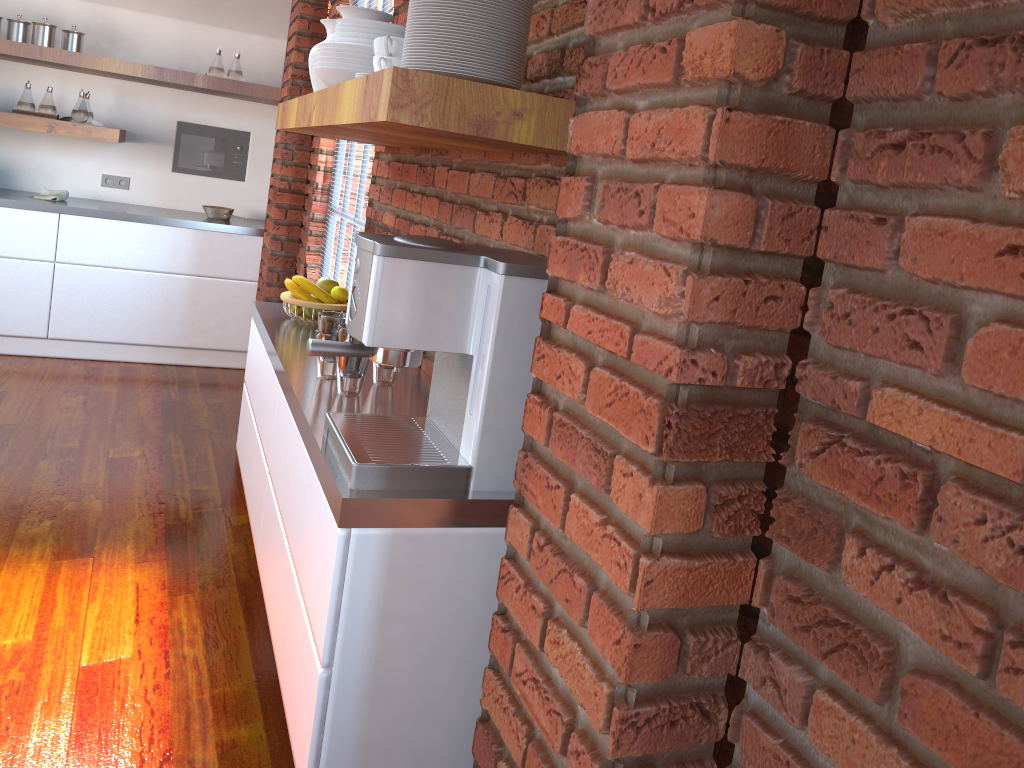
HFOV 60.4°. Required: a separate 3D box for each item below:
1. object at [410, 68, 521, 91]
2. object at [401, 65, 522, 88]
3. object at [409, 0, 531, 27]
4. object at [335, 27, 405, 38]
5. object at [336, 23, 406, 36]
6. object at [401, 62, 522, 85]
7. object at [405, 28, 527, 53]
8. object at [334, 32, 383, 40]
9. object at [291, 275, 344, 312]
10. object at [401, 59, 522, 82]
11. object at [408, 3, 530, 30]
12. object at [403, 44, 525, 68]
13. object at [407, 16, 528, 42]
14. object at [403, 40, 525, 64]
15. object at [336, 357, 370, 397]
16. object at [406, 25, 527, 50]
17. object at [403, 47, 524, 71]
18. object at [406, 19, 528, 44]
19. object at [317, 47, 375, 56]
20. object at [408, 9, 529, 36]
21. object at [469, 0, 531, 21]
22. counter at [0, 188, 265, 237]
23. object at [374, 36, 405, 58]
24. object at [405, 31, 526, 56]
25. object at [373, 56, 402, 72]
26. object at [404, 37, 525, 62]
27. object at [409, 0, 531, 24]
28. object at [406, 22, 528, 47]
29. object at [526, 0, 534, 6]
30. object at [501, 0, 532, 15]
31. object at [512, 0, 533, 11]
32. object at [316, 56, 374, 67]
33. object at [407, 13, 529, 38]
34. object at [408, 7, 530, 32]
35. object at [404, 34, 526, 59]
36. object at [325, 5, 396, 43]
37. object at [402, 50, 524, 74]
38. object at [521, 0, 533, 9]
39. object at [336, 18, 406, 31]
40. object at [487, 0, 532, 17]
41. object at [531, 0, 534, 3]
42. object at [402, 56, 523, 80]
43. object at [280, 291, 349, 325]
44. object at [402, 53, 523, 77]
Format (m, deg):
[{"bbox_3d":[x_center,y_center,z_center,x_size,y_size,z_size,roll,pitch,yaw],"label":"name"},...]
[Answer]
[{"bbox_3d":[-0.083,-0.478,1.407,0.194,0.013,0.198,7,13,-5],"label":"object"},{"bbox_3d":[-0.082,-0.483,1.406,0.194,0.013,0.198,7,13,-5],"label":"object"},{"bbox_3d":[-0.068,-0.577,1.397,0.194,0.013,0.198,7,13,-5],"label":"object"},{"bbox_3d":[-0.299,-0.762,2.009,0.213,0.054,0.218,1,14,-30],"label":"object"},{"bbox_3d":[-0.298,-0.771,2.008,0.213,0.054,0.218,1,14,-30],"label":"object"},{"bbox_3d":[-0.081,-0.487,1.406,0.194,0.013,0.198,7,13,-5],"label":"object"},{"bbox_3d":[-0.074,-0.537,1.401,0.194,0.013,0.198,7,13,-5],"label":"object"},{"bbox_3d":[-0.301,-0.752,2.010,0.213,0.054,0.218,1,14,-30],"label":"object"},{"bbox_3d":[-0.567,-0.261,2.514,0.185,0.084,0.067,12,9,16],"label":"object"},{"bbox_3d":[-0.081,-0.492,1.405,0.194,0.013,0.198,7,13,-5],"label":"object"},{"bbox_3d":[-0.068,-0.573,1.397,0.194,0.013,0.198,7,13,-5],"label":"object"},{"bbox_3d":[-0.077,-0.515,1.403,0.194,0.013,0.198,7,13,-5],"label":"object"},{"bbox_3d":[-0.071,-0.555,1.399,0.194,0.013,0.198,7,13,-5],"label":"object"},{"bbox_3d":[-0.077,-0.519,1.403,0.194,0.013,0.198,7,13,-5],"label":"object"},{"bbox_3d":[-0.329,-0.028,1.805,0.077,0.102,0.079,7,8,-10],"label":"object"},{"bbox_3d":[-0.073,-0.541,1.400,0.194,0.013,0.198,7,13,-5],"label":"object"},{"bbox_3d":[-0.078,-0.510,1.404,0.194,0.013,0.198,7,13,-5],"label":"object"},{"bbox_3d":[-0.072,-0.550,1.400,0.194,0.013,0.198,7,13,-5],"label":"object"},{"bbox_3d":[-0.307,-0.712,2.014,0.281,0.054,0.287,-1,16,-38],"label":"object"},{"bbox_3d":[-0.070,-0.564,1.398,0.194,0.013,0.198,7,13,-5],"label":"object"},{"bbox_3d":[-0.066,-0.586,1.396,0.194,0.013,0.198,7,13,-5],"label":"object"},{"bbox_3d":[-2.454,-1.047,5.255,1.975,0.044,0.730,3,13,-22],"label":"counter"},{"bbox_3d":[-0.223,-0.627,1.679,0.100,0.058,0.094,0,14,-38],"label":"object"},{"bbox_3d":[-0.075,-0.532,1.401,0.194,0.013,0.198,7,13,-5],"label":"object"},{"bbox_3d":[-0.224,-0.594,1.678,0.098,0.046,0.094,3,13,-27],"label":"object"},{"bbox_3d":[-0.076,-0.524,1.402,0.194,0.013,0.198,7,13,-5],"label":"object"},{"bbox_3d":[-0.067,-0.582,1.396,0.194,0.013,0.198,7,13,-5],"label":"object"},{"bbox_3d":[-0.072,-0.546,1.400,0.194,0.013,0.198,7,13,-5],"label":"object"},{"bbox_3d":[-0.063,-0.609,1.394,0.194,0.013,0.198,7,13,-5],"label":"object"},{"bbox_3d":[-0.065,-0.596,1.395,0.194,0.013,0.198,7,13,-5],"label":"object"},{"bbox_3d":[-0.064,-0.600,1.395,0.194,0.013,0.198,7,13,-5],"label":"object"},{"bbox_3d":[-0.310,-0.693,2.016,0.281,0.054,0.287,-1,16,-38],"label":"object"},{"bbox_3d":[-0.071,-0.559,1.399,0.194,0.013,0.198,7,13,-5],"label":"object"},{"bbox_3d":[-0.069,-0.568,1.398,0.194,0.013,0.198,7,13,-5],"label":"object"},{"bbox_3d":[-0.075,-0.528,1.402,0.194,0.013,0.198,7,13,-5],"label":"object"},{"bbox_3d":[-0.398,-0.846,2.304,0.195,0.246,0.192,15,11,39],"label":"object"},{"bbox_3d":[-0.079,-0.505,1.404,0.194,0.013,0.198,7,13,-5],"label":"object"},{"bbox_3d":[-0.064,-0.604,1.394,0.194,0.013,0.198,7,13,-5],"label":"object"},{"bbox_3d":[-0.297,-0.781,2.007,0.213,0.054,0.218,1,14,-30],"label":"object"},{"bbox_3d":[-0.066,-0.591,1.395,0.194,0.013,0.198,7,13,-5],"label":"object"},{"bbox_3d":[-0.062,-0.613,1.393,0.194,0.013,0.198,7,13,-5],"label":"object"},{"bbox_3d":[-0.080,-0.496,1.405,0.194,0.013,0.198,7,13,-5],"label":"object"},{"bbox_3d":[-0.557,-0.216,2.563,0.238,0.070,0.237,14,13,25],"label":"object"},{"bbox_3d":[-0.079,-0.501,1.404,0.194,0.013,0.198,7,13,-5],"label":"object"}]
